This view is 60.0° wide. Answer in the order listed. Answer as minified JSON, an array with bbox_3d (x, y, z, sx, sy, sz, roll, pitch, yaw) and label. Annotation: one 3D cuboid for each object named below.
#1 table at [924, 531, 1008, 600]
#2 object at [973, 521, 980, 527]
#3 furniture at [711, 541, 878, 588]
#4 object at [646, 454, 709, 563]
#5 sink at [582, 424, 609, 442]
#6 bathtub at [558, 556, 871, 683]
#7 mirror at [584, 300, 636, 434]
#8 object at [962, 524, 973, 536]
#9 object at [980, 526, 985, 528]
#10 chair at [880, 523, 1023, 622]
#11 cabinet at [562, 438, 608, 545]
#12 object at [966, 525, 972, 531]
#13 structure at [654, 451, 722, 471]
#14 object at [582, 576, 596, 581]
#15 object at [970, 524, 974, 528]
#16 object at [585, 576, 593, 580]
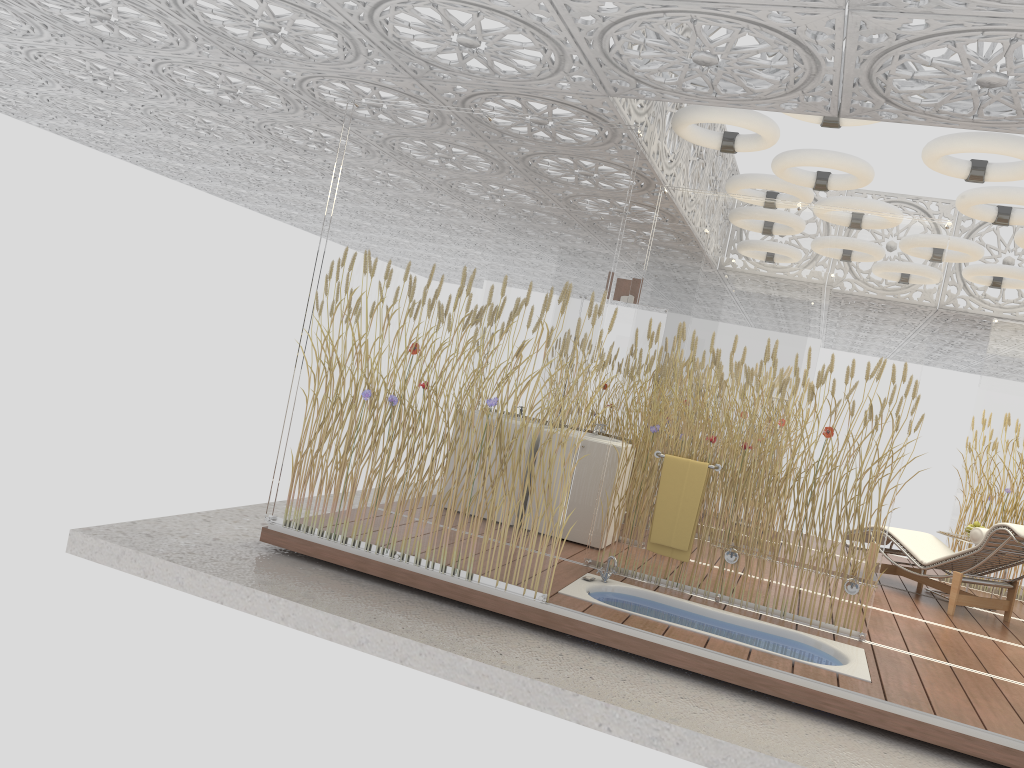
[{"bbox_3d":[3.950,1.608,7.692,0.420,0.535,0.420,11,1,-11],"label":"table"},{"bbox_3d":[4.001,1.208,7.632,0.055,0.056,0.055,12,1,19],"label":"object"},{"bbox_3d":[1.706,1.094,5.399,0.977,0.014,0.178,12,1,19],"label":"furniture"},{"bbox_3d":[1.065,0.801,5.728,0.283,0.656,0.042,12,1,19],"label":"object"},{"bbox_3d":[0.616,0.442,7.001,0.573,0.266,0.499,12,1,22],"label":"sink"},{"bbox_3d":[1.140,1.484,5.140,1.700,0.582,0.700,12,1,19],"label":"bathtub"},{"bbox_3d":[0.491,-0.205,7.350,1.422,1.081,0.009,12,1,19],"label":"mirror"},{"bbox_3d":[3.978,1.284,7.629,0.206,0.105,0.206,11,1,-26],"label":"object"},{"bbox_3d":[4.022,1.238,7.577,0.047,0.045,0.047,12,1,20],"label":"object"},{"bbox_3d":[3.621,1.419,7.443,0.635,0.811,1.787,11,1,-21],"label":"chair"},{"bbox_3d":[0.540,0.803,6.991,0.643,0.782,0.549,12,1,19],"label":"cabinet"},{"bbox_3d":[3.925,1.236,7.608,0.047,0.048,0.047,11,1,-19],"label":"object"},{"bbox_3d":[1.133,0.500,5.747,0.442,0.047,0.078,12,1,19],"label":"structure"},{"bbox_3d":[0.481,1.219,5.546,0.065,0.011,0.108,12,1,28],"label":"object"},{"bbox_3d":[3.956,1.229,7.640,0.044,0.043,0.040,12,1,34],"label":"object"},{"bbox_3d":[0.483,1.213,5.546,0.035,0.016,0.066,12,1,28],"label":"object"}]
